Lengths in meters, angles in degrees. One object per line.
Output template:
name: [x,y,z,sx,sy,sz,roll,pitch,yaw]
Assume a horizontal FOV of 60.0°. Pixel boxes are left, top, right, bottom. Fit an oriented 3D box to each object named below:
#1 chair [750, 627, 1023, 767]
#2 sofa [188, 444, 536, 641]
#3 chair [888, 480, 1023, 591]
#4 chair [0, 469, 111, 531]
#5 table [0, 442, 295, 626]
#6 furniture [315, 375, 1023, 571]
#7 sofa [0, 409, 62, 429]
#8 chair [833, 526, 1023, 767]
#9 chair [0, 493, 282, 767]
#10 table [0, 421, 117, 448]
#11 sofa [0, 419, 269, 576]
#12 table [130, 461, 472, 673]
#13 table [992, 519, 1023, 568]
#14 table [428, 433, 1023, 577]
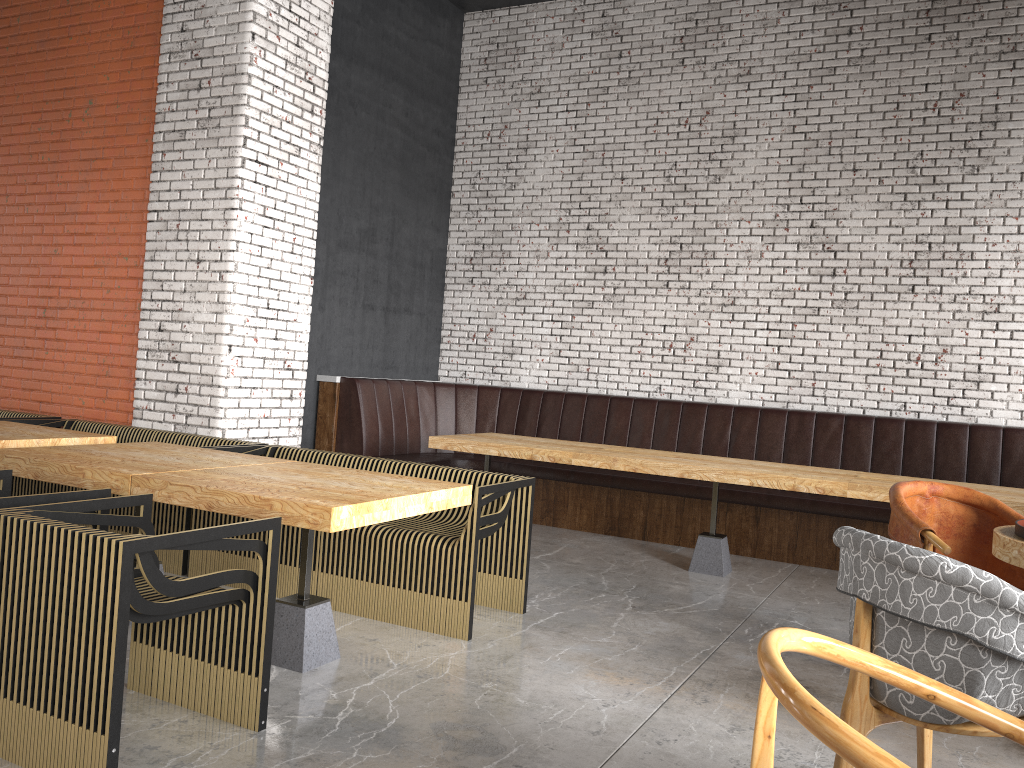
chair: [0.569,0.855,1.247,0.644,0.921,0.612,4,0,19]
sofa: [-0.844,0.796,4.855,1.806,0.730,0.640,4,0,27]
chair: [1.955,0.921,3.909,0.681,0.929,0.644,4,0,-11]
chair: [-1.989,0.732,3.253,0.657,0.730,0.638,4,0,29]
table: [-1.767,0.720,4.199,0.997,0.763,0.999,4,0,27]
furniture: [1.758,0.749,6.802,6.767,1.151,1.916,4,0,27]
sofa: [-4.249,0.535,6.569,1.806,0.730,0.640,4,0,27]
chair: [1.149,0.879,2.465,0.643,0.929,0.681,4,0,-14]
chair: [-1.247,0.788,2.895,0.657,0.730,0.638,4,0,28]
table: [-2.929,0.631,4.784,0.997,0.763,0.999,4,0,27]
sofa: [-2.500,0.669,5.688,1.806,0.730,0.640,4,0,27]
table: [-0.872,0.789,3.749,0.997,0.763,0.999,4,0,27]
table: [2.220,0.910,3.154,0.931,0.973,0.932,4,0,-21]
table: [1.416,0.925,6.178,4.138,0.763,0.999,4,0,27]
